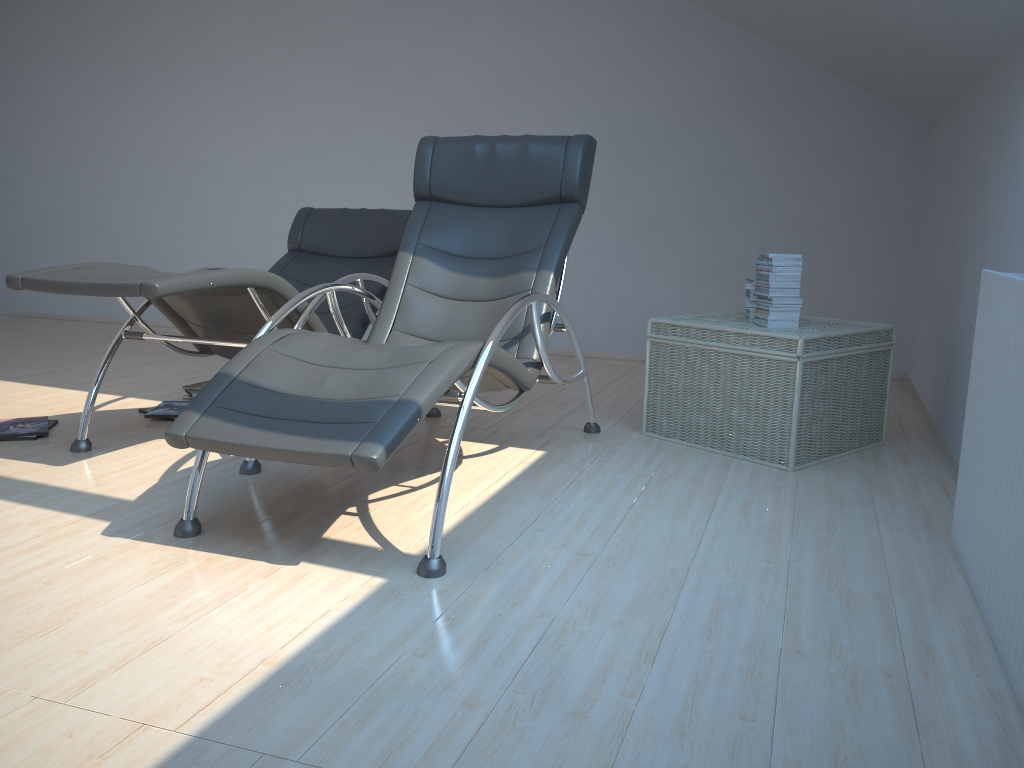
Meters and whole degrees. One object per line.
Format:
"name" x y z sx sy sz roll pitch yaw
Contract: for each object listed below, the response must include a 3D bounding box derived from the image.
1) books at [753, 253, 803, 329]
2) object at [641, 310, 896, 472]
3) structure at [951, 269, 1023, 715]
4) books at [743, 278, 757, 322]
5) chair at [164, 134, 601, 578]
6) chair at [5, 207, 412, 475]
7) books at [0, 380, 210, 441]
"books" 1.067 -0.373 3.564 0.149 0.300 0.149 -1 10 -10
"object" 1.088 -0.012 3.788 0.744 0.518 0.745 -8 14 -40
"structure" 1.152 0.182 1.927 0.120 0.800 1.324 5 11 18
"books" 1.074 -0.353 3.783 0.162 0.184 0.165 5 11 17
"chair" -0.296 -0.286 3.044 0.836 1.251 1.938 5 11 18
"chair" -1.054 -0.299 3.855 0.836 0.953 2.114 5 11 18
"books" -1.263 0.365 2.231 1.045 0.222 4.790 -1 11 -14
